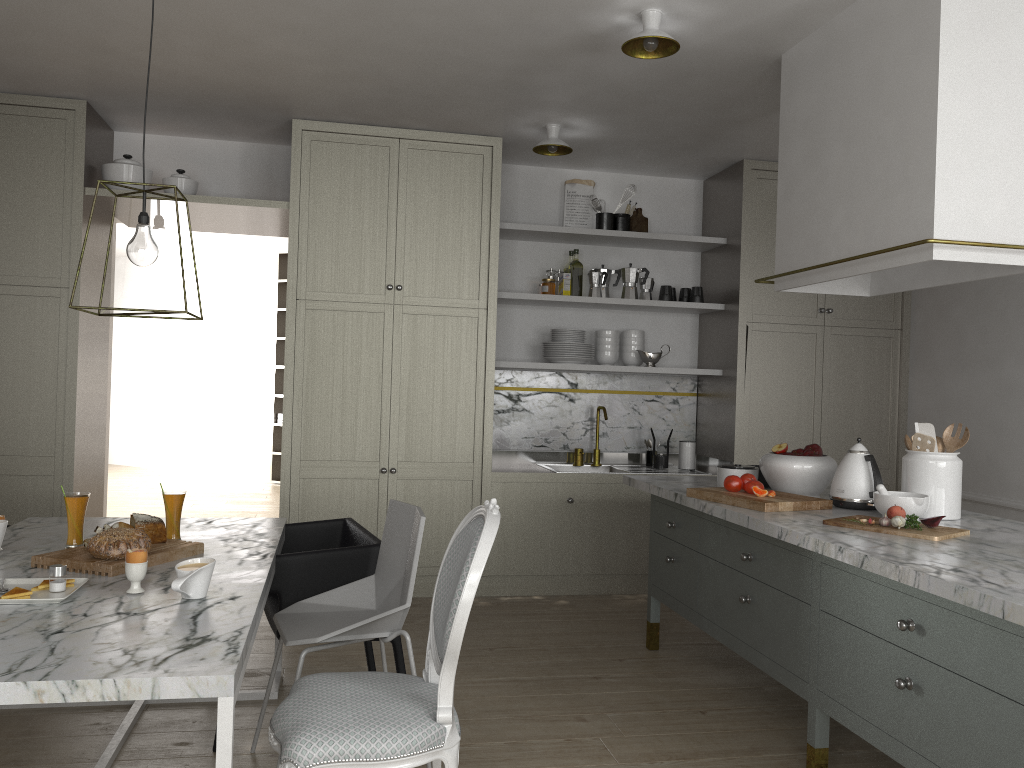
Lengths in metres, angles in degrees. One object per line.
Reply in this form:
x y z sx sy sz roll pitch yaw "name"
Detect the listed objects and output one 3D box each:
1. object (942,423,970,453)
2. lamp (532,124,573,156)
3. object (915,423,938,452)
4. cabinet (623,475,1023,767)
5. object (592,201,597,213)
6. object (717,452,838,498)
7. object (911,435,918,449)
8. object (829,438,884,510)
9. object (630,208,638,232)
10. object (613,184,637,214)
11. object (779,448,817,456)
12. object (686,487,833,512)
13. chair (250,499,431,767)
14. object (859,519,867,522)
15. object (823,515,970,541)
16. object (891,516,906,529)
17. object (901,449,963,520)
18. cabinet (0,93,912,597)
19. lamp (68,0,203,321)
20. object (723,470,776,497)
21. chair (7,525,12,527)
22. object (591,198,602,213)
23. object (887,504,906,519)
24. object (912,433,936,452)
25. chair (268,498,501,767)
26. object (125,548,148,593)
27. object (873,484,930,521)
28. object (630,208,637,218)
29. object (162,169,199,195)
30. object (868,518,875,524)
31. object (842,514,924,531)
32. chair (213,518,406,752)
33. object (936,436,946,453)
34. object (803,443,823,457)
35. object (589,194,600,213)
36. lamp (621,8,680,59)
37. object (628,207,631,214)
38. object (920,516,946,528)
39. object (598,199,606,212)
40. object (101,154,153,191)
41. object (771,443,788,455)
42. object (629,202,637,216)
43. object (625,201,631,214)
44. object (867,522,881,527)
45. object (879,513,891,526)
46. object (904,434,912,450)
1.386 0.272 2.845 0.131 0.296 0.056 2 0 8 "object"
0.201 -1.199 4.342 0.197 0.130 0.197 2 0 24 "lamp"
1.342 0.271 2.838 0.064 0.290 0.141 2 0 2 "object"
1.131 0.776 2.791 0.870 0.721 2.360 2 0 -11 "cabinet"
0.504 -0.951 5.072 0.098 0.199 0.059 2 0 8 "object"
1.023 0.335 3.369 0.364 0.156 0.491 2 0 -35 "object"
1.349 0.292 2.865 0.118 0.250 0.033 2 0 29 "object"
1.160 0.298 2.975 0.178 0.236 0.204 2 0 25 "object"
0.731 -0.930 5.136 0.092 0.183 0.038 2 0 -1 "object"
0.633 -1.038 5.006 0.135 0.187 0.070 2 0 -8 "object"
1.048 0.276 3.259 0.135 0.074 0.154 2 0 -16 "object"
0.837 0.391 3.034 0.290 0.030 0.400 2 0 -26 "object"
-0.472 0.718 2.473 0.439 0.745 0.470 2 0 -21 "chair"
1.011 0.394 2.560 0.015 0.010 0.028 2 0 -37 "object"
1.090 0.407 2.525 0.220 0.012 0.330 2 0 -41 "object"
1.071 0.383 2.459 0.037 0.036 0.035 2 0 -23 "object"
1.337 0.317 2.828 0.174 0.208 0.174 2 0 6 "object"
-0.502 -0.093 4.961 5.433 2.377 0.947 2 0 -11 "cabinet"
-1.063 -0.755 2.582 0.584 1.108 0.584 2 0 4 "lamp"
0.824 0.339 3.035 0.135 0.079 0.194 2 0 -23 "object"
-1.933 0.745 2.776 0.609 0.597 0.569 2 0 4 "chair"
0.511 -0.948 4.990 0.132 0.185 0.039 2 0 -21 "object"
1.117 0.377 2.569 0.050 0.051 0.090 2 0 42 "object"
1.290 0.284 2.821 0.054 0.262 0.149 2 0 3 "object"
-0.291 0.673 2.018 0.505 0.833 0.480 2 0 -14 "chair"
-0.878 0.435 2.073 0.050 0.101 0.050 2 0 -5 "object"
1.188 0.362 2.725 0.172 0.110 0.159 2 0 34 "object"
0.712 -0.932 5.150 0.092 0.185 0.023 2 0 -1 "object"
-1.672 -1.000 4.471 0.174 0.161 0.176 2 0 -7 "object"
1.026 0.391 2.526 0.013 0.017 0.030 2 0 -3 "object"
1.055 0.385 2.514 0.224 0.058 0.116 2 0 24 "object"
-0.681 0.787 2.954 0.609 0.597 0.569 2 0 -21 "chair"
1.380 0.294 2.851 0.050 0.247 0.114 2 0 -7 "object"
1.102 0.265 3.237 0.071 0.091 0.167 2 0 14 "object"
0.477 -0.994 5.008 0.085 0.148 0.050 2 0 -9 "object"
0.471 -1.193 3.005 0.197 0.130 0.197 2 0 24 "lamp"
0.652 -0.944 5.114 0.079 0.202 0.023 2 0 -31 "object"
1.178 0.385 2.488 0.049 0.039 0.057 2 0 -15 "object"
0.524 -0.992 5.093 0.050 0.148 0.085 2 0 -39 "object"
-1.919 -1.035 4.421 0.241 0.214 0.243 2 0 -7 "object"
0.998 0.242 3.306 0.061 0.048 0.054 2 0 42 "object"
0.666 -0.952 5.100 0.106 0.191 0.016 2 0 -1 "object"
0.645 -0.945 5.070 0.083 0.201 0.023 2 0 44 "object"
1.023 0.395 2.508 0.043 0.008 0.059 2 0 30 "object"
1.049 0.381 2.492 0.034 0.037 0.033 2 0 -34 "object"
1.307 0.290 2.838 0.061 0.251 0.117 2 0 -32 "object"
